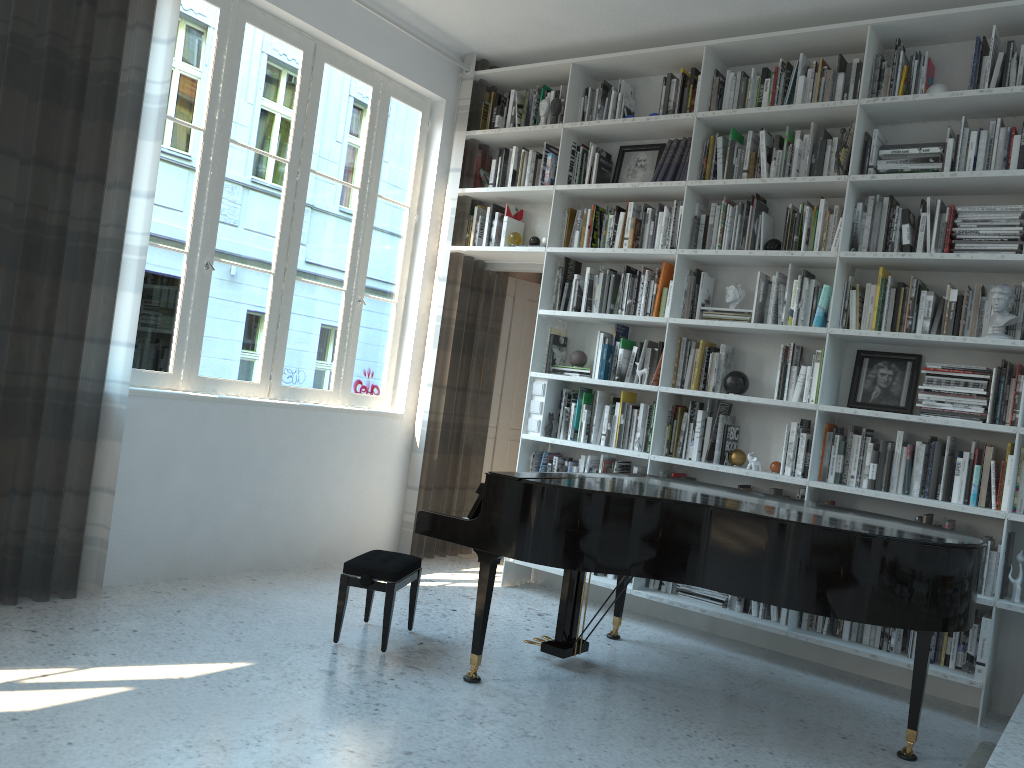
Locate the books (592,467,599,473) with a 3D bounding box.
[{"bbox_3d":[0.494,0.604,5.132,0.031,0.239,0.132,8,0,35],"label":"books"}]

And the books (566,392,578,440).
[{"bbox_3d":[0.381,0.193,5.231,0.008,0.279,0.164,8,0,35],"label":"books"}]

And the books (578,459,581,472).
[{"bbox_3d":[0.418,0.577,5.192,0.013,0.273,0.146,8,0,35],"label":"books"}]

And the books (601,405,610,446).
[{"bbox_3d":[0.573,0.242,5.093,0.027,0.230,0.159,8,0,35],"label":"books"}]

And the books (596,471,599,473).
[{"bbox_3d":[0.514,0.614,5.112,0.028,0.225,0.134,8,0,35],"label":"books"}]

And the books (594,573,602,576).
[{"bbox_3d":[0.536,0.959,5.034,0.023,0.244,0.188,8,0,35],"label":"books"}]

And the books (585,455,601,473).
[{"bbox_3d":[0.458,0.565,5.134,0.039,0.307,0.172,8,0,35],"label":"books"}]

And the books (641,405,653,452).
[{"bbox_3d":[0.776,0.253,4.959,0.013,0.260,0.142,8,0,35],"label":"books"}]

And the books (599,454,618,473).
[{"bbox_3d":[0.537,0.566,5.074,0.014,0.325,0.170,8,0,35],"label":"books"}]

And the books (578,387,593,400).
[{"bbox_3d":[0.415,0.180,5.212,0.006,0.315,0.145,8,0,35],"label":"books"}]

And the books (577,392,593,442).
[{"bbox_3d":[0.447,0.198,5.167,0.007,0.286,0.182,8,0,35],"label":"books"}]

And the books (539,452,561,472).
[{"bbox_3d":[0.207,0.545,5.312,0.052,0.283,0.172,8,0,35],"label":"books"}]

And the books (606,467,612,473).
[{"bbox_3d":[0.574,0.606,5.077,0.029,0.254,0.153,8,0,35],"label":"books"}]

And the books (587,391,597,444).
[{"bbox_3d":[0.505,0.198,5.128,0.019,0.300,0.180,8,0,35],"label":"books"}]

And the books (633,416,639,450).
[{"bbox_3d":[0.734,0.281,4.990,0.023,0.194,0.140,8,0,35],"label":"books"}]

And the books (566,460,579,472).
[{"bbox_3d":[0.360,0.578,5.199,0.013,0.257,0.189,8,0,35],"label":"books"}]

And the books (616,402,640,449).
[{"bbox_3d":[0.662,0.238,5.018,0.028,0.260,0.181,8,0,35],"label":"books"}]

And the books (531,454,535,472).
[{"bbox_3d":[0.159,0.555,5.371,0.012,0.254,0.161,8,0,35],"label":"books"}]

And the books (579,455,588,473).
[{"bbox_3d":[0.432,0.566,5.175,0.027,0.299,0.142,8,0,35],"label":"books"}]

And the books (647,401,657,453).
[{"bbox_3d":[0.811,0.244,4.912,0.014,0.286,0.179,8,0,35],"label":"books"}]

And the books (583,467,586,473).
[{"bbox_3d":[0.445,0.601,5.166,0.012,0.232,0.148,8,0,35],"label":"books"}]

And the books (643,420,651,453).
[{"bbox_3d":[0.793,0.295,4.944,0.041,0.181,0.141,8,0,35],"label":"books"}]

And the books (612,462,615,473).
[{"bbox_3d":[0.602,0.591,5.047,0.022,0.290,0.137,8,0,35],"label":"books"}]

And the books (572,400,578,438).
[{"bbox_3d":[0.417,0.216,5.204,0.014,0.243,0.171,8,0,35],"label":"books"}]

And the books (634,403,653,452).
[{"bbox_3d":[0.752,0.247,4.954,0.021,0.265,0.185,8,0,35],"label":"books"}]

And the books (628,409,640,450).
[{"bbox_3d":[0.715,0.261,5.002,0.025,0.229,0.153,8,0,35],"label":"books"}]

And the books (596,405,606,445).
[{"bbox_3d":[0.554,0.240,5.128,0.045,0.230,0.138,8,0,35],"label":"books"}]

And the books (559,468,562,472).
[{"bbox_3d":[0.317,0.602,5.261,0.025,0.200,0.137,8,0,35],"label":"books"}]

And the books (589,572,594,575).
[{"bbox_3d":[0.510,0.984,5.050,0.031,0.188,0.190,8,0,35],"label":"books"}]

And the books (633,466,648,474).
[{"bbox_3d":[0.706,0.606,4.980,0.025,0.288,0.130,8,0,35],"label":"books"}]

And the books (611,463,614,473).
[{"bbox_3d":[0.594,0.594,5.067,0.013,0.284,0.139,8,0,35],"label":"books"}]

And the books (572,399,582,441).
[{"bbox_3d":[0.418,0.215,5.186,0.009,0.244,0.184,8,0,35],"label":"books"}]

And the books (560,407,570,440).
[{"bbox_3d":[0.353,0.235,5.222,0.019,0.189,0.193,8,0,35],"label":"books"}]

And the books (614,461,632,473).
[{"bbox_3d":[0.614,0.588,5.033,0.013,0.301,0.173,8,0,35],"label":"books"}]

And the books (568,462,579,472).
[{"bbox_3d":[0.367,0.581,5.189,0.010,0.252,0.178,8,0,35],"label":"books"}]

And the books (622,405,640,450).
[{"bbox_3d":[0.686,0.247,5.005,0.028,0.249,0.159,8,0,35],"label":"books"}]

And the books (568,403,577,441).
[{"bbox_3d":[0.394,0.227,5.211,0.015,0.217,0.180,8,0,35],"label":"books"}]

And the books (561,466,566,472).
[{"bbox_3d":[0.341,0.593,5.209,0.028,0.223,0.189,8,0,35],"label":"books"}]

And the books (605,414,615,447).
[{"bbox_3d":[0.598,0.270,5.060,0.029,0.181,0.190,8,0,35],"label":"books"}]

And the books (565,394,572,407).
[{"bbox_3d":[0.356,0.198,5.242,0.007,0.264,0.177,8,0,35],"label":"books"}]

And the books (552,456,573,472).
[{"bbox_3d":[0.287,0.564,5.259,0.029,0.266,0.172,8,0,35],"label":"books"}]

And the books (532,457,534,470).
[{"bbox_3d":[0.167,0.563,5.348,0.029,0.239,0.154,8,0,35],"label":"books"}]

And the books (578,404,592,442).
[{"bbox_3d":[0.455,0.233,5.166,0.015,0.219,0.190,8,0,35],"label":"books"}]

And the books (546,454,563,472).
[{"bbox_3d":[0.243,0.555,5.310,0.010,0.273,0.150,8,0,35],"label":"books"}]

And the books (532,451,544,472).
[{"bbox_3d":[0.176,0.545,5.323,0.011,0.277,0.189,8,0,35],"label":"books"}]

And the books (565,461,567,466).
[{"bbox_3d":[0.342,0.581,5.251,0.022,0.248,0.134,8,0,35],"label":"books"}]

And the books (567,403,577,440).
[{"bbox_3d":[0.390,0.225,5.229,0.015,0.218,0.176,8,0,35],"label":"books"}]

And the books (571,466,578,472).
[{"bbox_3d":[0.388,0.596,5.189,0.028,0.229,0.157,8,0,35],"label":"books"}]

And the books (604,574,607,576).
[{"bbox_3d":[0.580,0.980,5.037,0.024,0.214,0.137,8,0,35],"label":"books"}]

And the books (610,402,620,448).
[{"bbox_3d":[0.631,0.237,5.053,0.026,0.254,0.176,8,0,35],"label":"books"}]

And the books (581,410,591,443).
[{"bbox_3d":[0.464,0.249,5.153,0.016,0.189,0.183,8,0,35],"label":"books"}]

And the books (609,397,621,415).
[{"bbox_3d":[0.592,0.219,5.080,0.014,0.282,0.150,8,0,35],"label":"books"}]

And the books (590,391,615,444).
[{"bbox_3d":[0.525,0.198,5.129,0.012,0.306,0.189,8,0,35],"label":"books"}]

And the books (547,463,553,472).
[{"bbox_3d":[0.260,0.584,5.269,0.022,0.220,0.187,8,0,35],"label":"books"}]

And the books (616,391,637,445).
[{"bbox_3d":[0.651,0.205,5.039,0.021,0.323,0.172,8,0,35],"label":"books"}]

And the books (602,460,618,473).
[{"bbox_3d":[0.550,0.582,5.074,0.012,0.295,0.176,8,0,35],"label":"books"}]
